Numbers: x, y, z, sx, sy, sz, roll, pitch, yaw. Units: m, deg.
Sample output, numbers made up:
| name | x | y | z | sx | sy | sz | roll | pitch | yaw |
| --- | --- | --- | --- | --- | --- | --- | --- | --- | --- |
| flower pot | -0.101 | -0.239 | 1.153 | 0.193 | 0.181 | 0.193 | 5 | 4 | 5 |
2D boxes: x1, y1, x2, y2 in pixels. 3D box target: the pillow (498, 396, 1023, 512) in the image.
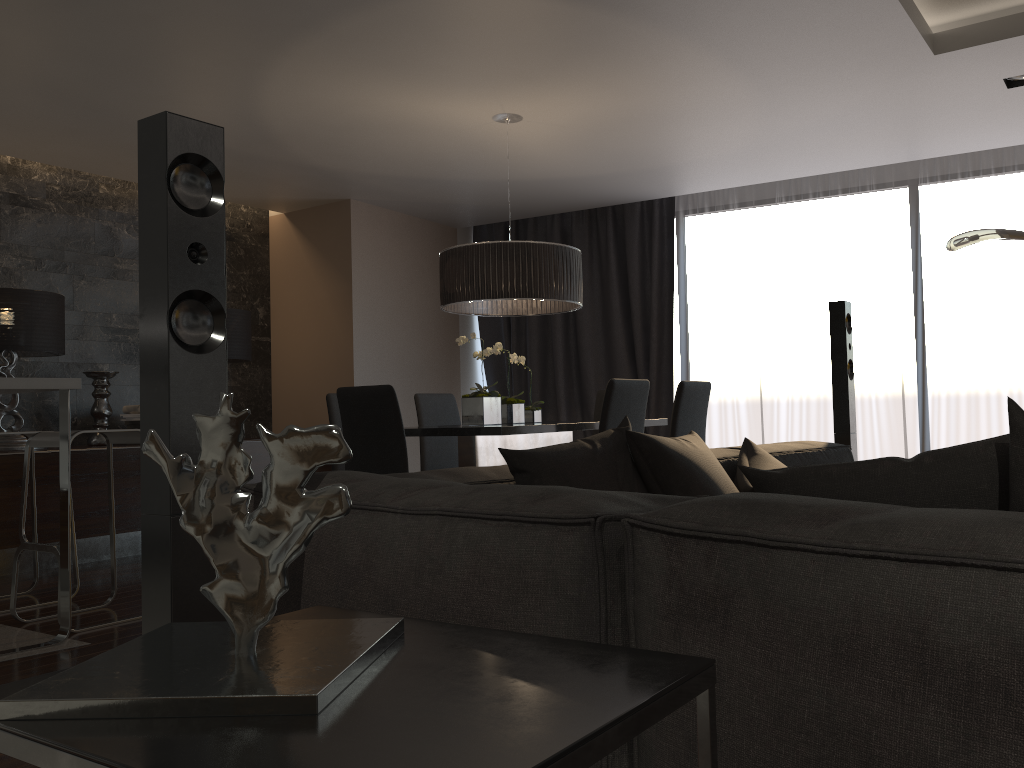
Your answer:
| name | x | y | z | sx | sy | sz | roll | pitch | yaw |
| --- | --- | --- | --- | --- | --- | --- | --- | --- | --- |
| pillow | 0.498 | 0.259 | 1.866 | 1.063 | 0.431 | 2.088 | -2 | -2 | -1 |

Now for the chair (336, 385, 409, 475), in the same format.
| name | x | y | z | sx | sy | sz | roll | pitch | yaw |
| --- | --- | --- | --- | --- | --- | --- | --- | --- | --- |
| chair | -0.497 | 0.493 | 4.239 | 0.406 | 0.965 | 0.601 | -3 | -3 | 35 |

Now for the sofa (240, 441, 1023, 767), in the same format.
| name | x | y | z | sx | sy | sz | roll | pitch | yaw |
| --- | --- | --- | --- | --- | --- | --- | --- | --- | --- |
| sofa | 1.164 | 0.494 | 1.908 | 2.585 | 0.704 | 2.623 | -4 | -3 | 45 |

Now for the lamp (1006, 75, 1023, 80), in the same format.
| name | x | y | z | sx | sy | sz | roll | pitch | yaw |
| --- | --- | --- | --- | --- | --- | --- | --- | --- | --- |
| lamp | 2.708 | -1.652 | 4.658 | 0.169 | 0.077 | 0.185 | -3 | -2 | 30 |

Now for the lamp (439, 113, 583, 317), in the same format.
| name | x | y | z | sx | sy | sz | roll | pitch | yaw |
| --- | --- | --- | --- | --- | --- | --- | --- | --- | --- |
| lamp | -0.012 | -0.976 | 4.994 | 0.843 | 1.103 | 0.765 | 0 | -3 | -31 |

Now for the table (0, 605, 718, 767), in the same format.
| name | x | y | z | sx | sy | sz | roll | pitch | yaw |
| --- | --- | --- | --- | --- | --- | --- | --- | --- | --- |
| table | -0.162 | 0.571 | 0.853 | 0.571 | 0.563 | 0.473 | -3 | -3 | 35 |

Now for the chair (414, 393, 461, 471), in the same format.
| name | x | y | z | sx | sy | sz | roll | pitch | yaw |
| --- | --- | --- | --- | --- | --- | --- | --- | --- | --- |
| chair | -0.283 | 0.532 | 5.592 | 0.543 | 0.965 | 0.449 | -3 | -3 | 35 |

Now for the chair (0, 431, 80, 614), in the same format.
| name | x | y | z | sx | sy | sz | roll | pitch | yaw |
| --- | --- | --- | --- | --- | --- | --- | --- | --- | --- |
| chair | -2.359 | 0.626 | 4.119 | 0.399 | 0.800 | 0.452 | -3 | -3 | 35 |

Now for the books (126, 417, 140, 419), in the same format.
| name | x | y | z | sx | sy | sz | roll | pitch | yaw |
| --- | --- | --- | --- | --- | --- | --- | --- | --- | --- |
| books | -2.469 | 0.230 | 5.998 | 0.262 | 0.011 | 0.307 | -1 | -2 | -18 |

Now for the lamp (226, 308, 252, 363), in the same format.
| name | x | y | z | sx | sy | sz | roll | pitch | yaw |
| --- | --- | --- | --- | --- | --- | --- | --- | --- | --- |
| lamp | -2.201 | -0.058 | 6.367 | 0.621 | 0.934 | 0.564 | 0 | -2 | -29 |

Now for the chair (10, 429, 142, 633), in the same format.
| name | x | y | z | sx | sy | sz | roll | pitch | yaw |
| --- | --- | --- | --- | --- | --- | --- | --- | --- | --- |
| chair | -1.802 | 0.598 | 3.748 | 0.399 | 0.800 | 0.452 | -3 | -3 | 35 |

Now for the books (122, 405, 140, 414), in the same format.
| name | x | y | z | sx | sy | sz | roll | pitch | yaw |
| --- | --- | --- | --- | --- | --- | --- | --- | --- | --- |
| books | -2.474 | 0.198 | 6.055 | 0.305 | 0.109 | 0.288 | -4 | -3 | 45 |

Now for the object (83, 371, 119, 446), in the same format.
| name | x | y | z | sx | sy | sz | roll | pitch | yaw |
| --- | --- | --- | --- | --- | --- | --- | --- | --- | --- |
| object | -2.680 | 0.162 | 5.742 | 0.212 | 0.486 | 0.204 | -1 | -2 | -7 |

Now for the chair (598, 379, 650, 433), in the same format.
| name | x | y | z | sx | sy | sz | roll | pitch | yaw |
| --- | --- | --- | --- | --- | --- | --- | --- | --- | --- |
| chair | 0.357 | 0.469 | 4.280 | 0.543 | 0.965 | 0.449 | -3 | -3 | 35 |

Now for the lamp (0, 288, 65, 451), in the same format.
| name | x | y | z | sx | sy | sz | roll | pitch | yaw |
| --- | --- | --- | --- | --- | --- | --- | --- | --- | --- |
| lamp | -3.015 | -0.072 | 5.252 | 0.568 | 0.934 | 0.616 | -3 | -2 | 25 |

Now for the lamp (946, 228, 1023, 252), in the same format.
| name | x | y | z | sx | sy | sz | roll | pitch | yaw |
| --- | --- | --- | --- | --- | --- | --- | --- | --- | --- |
| lamp | 4.565 | -0.047 | 4.740 | 4.146 | 1.780 | 0.593 | -2 | -2 | 11 |

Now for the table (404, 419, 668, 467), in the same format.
| name | x | y | z | sx | sy | sz | roll | pitch | yaw |
| --- | --- | --- | --- | --- | --- | --- | --- | --- | --- |
| table | 0.048 | 0.603 | 4.934 | 0.988 | 0.760 | 1.683 | -3 | -2 | 36 |

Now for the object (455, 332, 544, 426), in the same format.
| name | x | y | z | sx | sy | sz | roll | pitch | yaw |
| --- | --- | --- | --- | --- | --- | --- | --- | --- | --- |
| object | -0.080 | -0.027 | 4.915 | 0.295 | 0.501 | 0.602 | -3 | -2 | 32 |

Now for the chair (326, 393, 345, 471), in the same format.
| name | x | y | z | sx | sy | sz | roll | pitch | yaw |
| --- | --- | --- | --- | --- | --- | --- | --- | --- | --- |
| chair | -0.718 | 0.525 | 4.997 | 0.543 | 0.965 | 0.449 | -3 | -3 | 35 |

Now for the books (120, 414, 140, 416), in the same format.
| name | x | y | z | sx | sy | sz | roll | pitch | yaw |
| --- | --- | --- | --- | --- | --- | --- | --- | --- | --- |
| books | -2.483 | 0.209 | 5.974 | 0.260 | 0.011 | 0.310 | -1 | -2 | -13 |

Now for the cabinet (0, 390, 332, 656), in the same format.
| name | x | y | z | sx | sy | sz | roll | pitch | yaw |
| --- | --- | --- | --- | --- | --- | --- | --- | --- | --- |
| cabinet | -2.361 | -0.259 | 3.105 | 4.225 | 2.501 | 7.272 | -3 | -2 | 36 |

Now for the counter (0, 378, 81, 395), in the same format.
| name | x | y | z | sx | sy | sz | roll | pitch | yaw |
| --- | --- | --- | --- | --- | --- | --- | --- | --- | --- |
| counter | -3.945 | 0.033 | 2.331 | 2.557 | 0.041 | 4.234 | -3 | -2 | 35 |

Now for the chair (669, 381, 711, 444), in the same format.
| name | x | y | z | sx | sy | sz | roll | pitch | yaw |
| --- | --- | --- | --- | --- | --- | --- | --- | --- | --- |
| chair | 0.792 | 0.477 | 4.875 | 0.543 | 0.965 | 0.449 | -3 | -3 | 35 |

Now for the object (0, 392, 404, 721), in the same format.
| name | x | y | z | sx | sy | sz | roll | pitch | yaw |
| --- | --- | --- | --- | --- | --- | --- | --- | --- | --- |
| object | -0.293 | 0.152 | 0.914 | 0.283 | 0.288 | 0.286 | -2 | -2 | 5 |

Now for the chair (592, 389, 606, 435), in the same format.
| name | x | y | z | sx | sy | sz | roll | pitch | yaw |
| --- | --- | --- | --- | --- | --- | --- | --- | --- | --- |
| chair | 0.577 | 0.510 | 5.671 | 0.406 | 0.965 | 0.601 | -3 | -3 | 35 |

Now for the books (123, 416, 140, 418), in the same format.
| name | x | y | z | sx | sy | sz | roll | pitch | yaw |
| --- | --- | --- | --- | --- | --- | --- | --- | --- | --- |
| books | -2.480 | 0.220 | 5.982 | 0.262 | 0.011 | 0.307 | -1 | -2 | -18 |

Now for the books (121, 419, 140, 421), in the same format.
| name | x | y | z | sx | sy | sz | roll | pitch | yaw |
| --- | --- | --- | --- | --- | --- | --- | --- | --- | --- |
| books | -2.470 | 0.241 | 5.982 | 0.257 | 0.011 | 0.313 | -1 | -2 | -8 |

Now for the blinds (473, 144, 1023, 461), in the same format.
| name | x | y | z | sx | sy | sz | roll | pitch | yaw |
| --- | --- | --- | --- | --- | --- | --- | --- | --- | --- |
| blinds | 2.840 | -0.487 | 6.449 | 7.177 | 2.895 | 0.780 | -3 | -3 | 26 |
